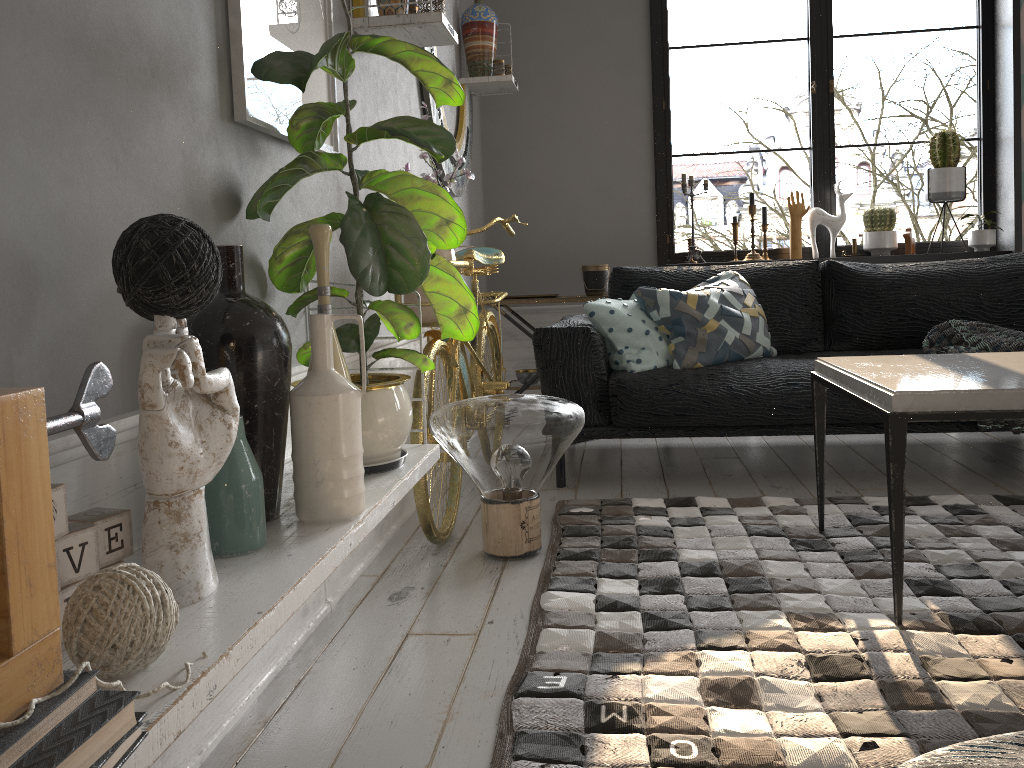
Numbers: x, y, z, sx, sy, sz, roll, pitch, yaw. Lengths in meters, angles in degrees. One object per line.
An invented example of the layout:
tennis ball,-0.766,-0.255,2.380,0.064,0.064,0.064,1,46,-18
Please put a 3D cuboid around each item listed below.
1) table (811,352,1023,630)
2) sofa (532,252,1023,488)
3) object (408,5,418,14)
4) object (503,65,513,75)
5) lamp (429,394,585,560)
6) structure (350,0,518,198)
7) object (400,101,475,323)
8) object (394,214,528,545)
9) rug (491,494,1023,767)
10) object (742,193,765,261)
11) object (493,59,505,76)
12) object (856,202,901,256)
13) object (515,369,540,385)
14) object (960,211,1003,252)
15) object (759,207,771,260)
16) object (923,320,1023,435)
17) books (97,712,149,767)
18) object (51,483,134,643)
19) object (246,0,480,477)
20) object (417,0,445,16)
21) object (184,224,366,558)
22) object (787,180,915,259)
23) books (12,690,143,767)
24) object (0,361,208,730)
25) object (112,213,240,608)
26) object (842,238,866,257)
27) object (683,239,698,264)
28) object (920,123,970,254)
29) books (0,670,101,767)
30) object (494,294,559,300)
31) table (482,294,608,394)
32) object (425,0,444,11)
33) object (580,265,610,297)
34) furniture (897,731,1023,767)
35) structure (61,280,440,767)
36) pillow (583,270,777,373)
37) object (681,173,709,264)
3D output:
table,1.535,0.206,2.075,1.455,0.509,0.736,-1,6,7
sofa,1.280,-0.093,3.462,2.339,0.794,0.976,-2,6,6
object,-0.315,-1.099,2.686,0.062,0.081,0.062,-4,5,-17
object,-0.021,-1.509,4.279,0.050,0.058,0.050,-3,5,-3
lamp,-0.008,0.252,2.467,0.433,0.435,0.434,2,7,37
structure,-0.212,-1.249,3.446,0.267,0.950,2.034,-2,6,7
object,-0.192,-0.509,2.675,0.253,0.638,0.490,-1,5,25
object,-0.148,-0.085,3.103,0.426,0.965,1.635,-2,6,-2
rug,1.302,0.470,1.959,2.525,0.034,1.781,-1,7,7
object,1.292,-0.848,4.751,0.123,0.374,0.124,-2,4,11
object,-0.062,-1.499,4.216,0.060,0.079,0.060,-3,5,-4
object,1.965,-0.827,4.726,0.235,0.282,0.214,-4,5,-19
object,0.088,-0.033,4.550,0.145,0.073,0.146,-3,6,-7
object,2.415,-0.783,4.544,0.171,0.203,0.248,-2,6,9
object,1.370,-0.819,4.795,0.076,0.299,0.076,0,4,37
object,1.848,-0.047,3.102,0.666,0.327,0.493,-2,6,2
books,-0.468,0.324,0.590,0.296,0.021,0.370,-2,7,1
object,-0.534,0.201,0.988,0.078,0.172,0.266,-1,6,13
object,-0.307,-0.403,1.829,0.569,1.145,0.416,-6,5,-44
object,-0.241,-1.126,2.651,0.086,0.139,0.086,-2,4,0
object,-0.377,-0.019,1.433,0.332,0.486,0.286,-5,5,-33
object,1.801,-0.874,4.695,0.662,0.408,0.135,-1,4,8
books,-0.466,0.301,0.576,0.260,0.029,0.386,-1,7,8
object,-0.464,0.106,0.684,0.238,0.438,0.549,-2,6,7
object,-0.429,0.026,1.123,0.136,0.481,0.155,-2,4,7
object,1.818,-0.723,4.694,0.123,0.098,0.123,1,6,29
object,0.982,-0.739,4.875,0.084,0.151,0.085,-2,4,11
object,2.237,-1.013,4.577,0.236,0.667,0.229,-4,4,-22
books,-0.477,0.279,0.573,0.229,0.017,0.381,-2,7,4
object,0.079,-0.447,4.562,0.318,0.015,0.248,-1,7,7
table,0.243,-0.138,4.561,0.742,0.677,0.341,-2,4,7
object,-0.245,-1.118,2.503,0.060,0.165,0.198,1,6,40
object,0.423,-0.521,4.477,0.138,0.159,0.142,3,7,45
furniture,0.533,0.519,0.493,0.735,0.355,0.739,-3,6,-6
structure,-0.490,0.133,0.707,0.308,0.483,2.793,-2,7,7
pillow,0.650,-0.248,3.473,0.799,0.360,0.445,-4,6,-11
object,0.967,-0.895,4.786,0.162,0.488,0.145,1,5,43
